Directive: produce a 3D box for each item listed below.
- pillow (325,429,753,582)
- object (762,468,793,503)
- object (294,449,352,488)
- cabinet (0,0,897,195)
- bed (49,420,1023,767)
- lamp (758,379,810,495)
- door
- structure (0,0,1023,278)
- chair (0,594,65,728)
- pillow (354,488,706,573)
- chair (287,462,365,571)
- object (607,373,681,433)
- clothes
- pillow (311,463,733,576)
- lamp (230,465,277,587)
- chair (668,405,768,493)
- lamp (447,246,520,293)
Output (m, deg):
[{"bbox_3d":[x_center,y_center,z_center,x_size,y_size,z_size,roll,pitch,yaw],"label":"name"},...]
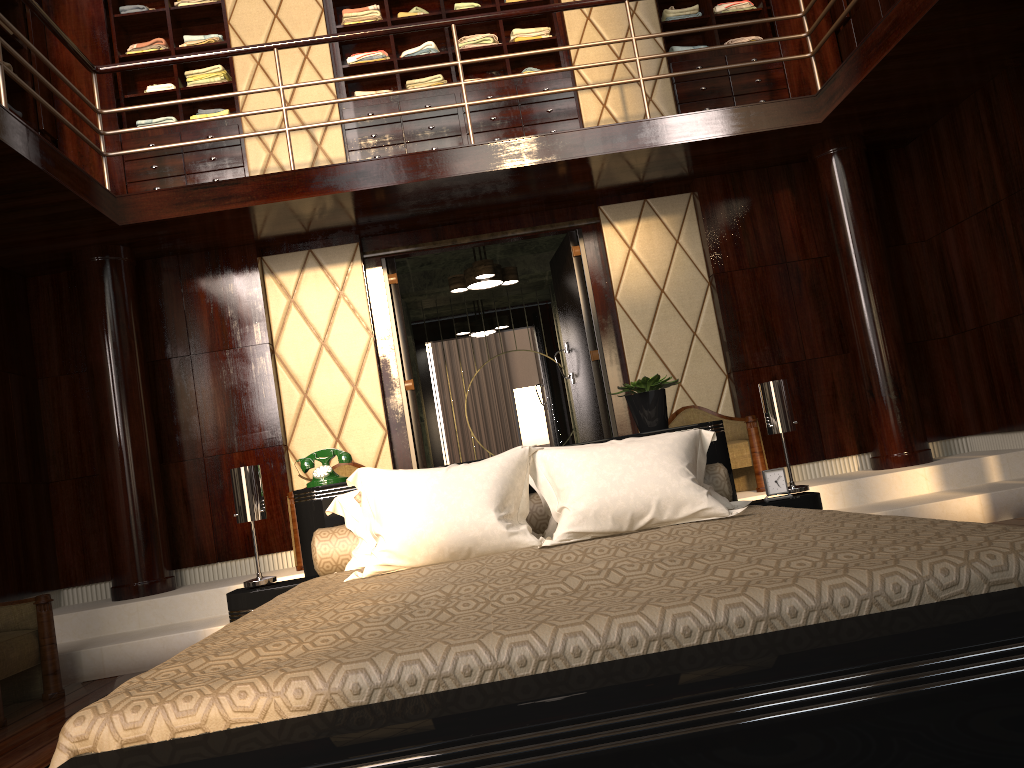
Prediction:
[{"bbox_3d":[0.049,0.333,2.638,1.322,0.320,0.685,-9,-6,-2],"label":"pillow"},{"bbox_3d":[0.867,0.332,2.916,0.088,0.103,0.034,-10,-6,5],"label":"object"},{"bbox_3d":[-0.674,0.301,3.195,0.158,0.131,0.178,-4,-8,-41],"label":"object"},{"bbox_3d":[-0.405,-2.385,5.131,6.767,2.432,2.576,-9,-6,-3],"label":"cabinet"},{"bbox_3d":[0.092,0.464,2.112,1.985,0.660,2.381,-9,-6,-3],"label":"bed"},{"bbox_3d":[0.934,0.182,3.060,0.106,0.385,0.109,-10,-6,4],"label":"lamp"},{"bbox_3d":[-0.129,0.041,5.911,1.435,1.820,0.828,-9,-6,-4],"label":"door"},{"bbox_3d":[-0.040,-0.641,3.680,6.107,3.189,3.750,-9,-6,-3],"label":"structure"},{"bbox_3d":[-2.105,1.026,3.439,0.462,0.550,0.571,-9,-6,-3],"label":"chair"},{"bbox_3d":[0.079,0.351,2.611,1.123,0.271,0.293,-9,-6,-3],"label":"pillow"},{"bbox_3d":[-0.932,0.705,4.955,0.571,0.550,0.462,-9,-6,-3],"label":"chair"},{"bbox_3d":[0.504,0.075,3.266,0.256,0.205,0.241,-7,-6,-21],"label":"object"},{"bbox_3d":[-0.868,-2.272,5.827,4.996,0.954,0.818,-8,-6,-11],"label":"clothes"},{"bbox_3d":[0.040,0.447,2.942,1.396,0.167,0.173,-9,-6,-3],"label":"pillow"},{"bbox_3d":[-0.853,0.465,2.920,0.106,0.385,0.109,-10,-6,4],"label":"lamp"},{"bbox_3d":[1.111,0.377,5.075,0.571,0.550,0.462,-9,-6,-3],"label":"chair"},{"bbox_3d":[-0.266,-0.864,6.361,0.467,0.347,0.515,-12,-7,27],"label":"lamp"}]
